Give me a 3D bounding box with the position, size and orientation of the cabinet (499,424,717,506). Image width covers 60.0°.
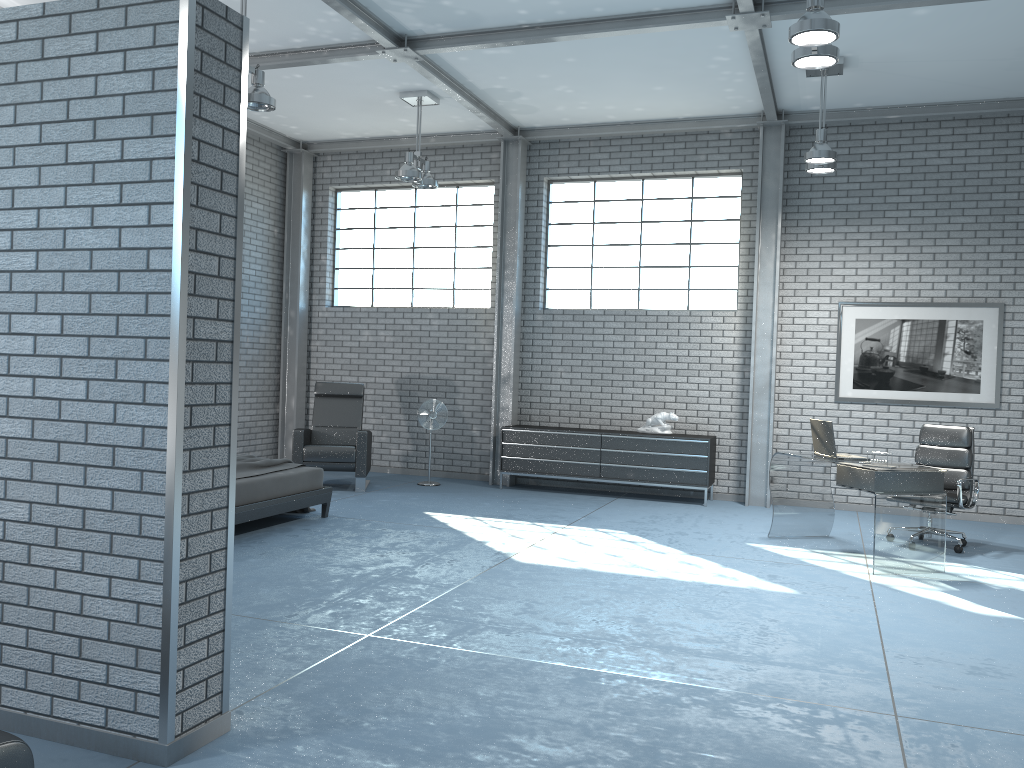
[{"bbox_3d":[1.010,0.848,9.536,2.250,0.682,0.510,2,1,20],"label":"cabinet"}]

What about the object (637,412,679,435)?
[{"bbox_3d":[1.538,0.408,9.341,0.496,0.244,0.151,3,1,45],"label":"object"}]

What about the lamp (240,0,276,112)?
[{"bbox_3d":[-1.881,-2.425,6.194,0.300,0.872,0.639,2,1,20],"label":"lamp"}]

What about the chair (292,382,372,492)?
[{"bbox_3d":[-1.891,0.538,9.467,0.763,1.099,0.940,2,1,-5],"label":"chair"}]

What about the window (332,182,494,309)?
[{"bbox_3d":[-1.195,-1.662,10.839,2.200,1.500,0.100,2,1,20],"label":"window"}]

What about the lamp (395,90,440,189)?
[{"bbox_3d":[-0.931,-2.435,8.828,0.300,0.872,0.639,2,1,20],"label":"lamp"}]

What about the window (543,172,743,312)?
[{"bbox_3d":[1.437,-1.554,9.890,2.200,1.500,0.100,2,1,20],"label":"window"}]

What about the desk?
[{"bbox_3d":[2.581,0.932,6.753,0.593,0.718,1.358,2,1,-15],"label":"desk"}]

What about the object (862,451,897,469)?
[{"bbox_3d":[2.579,0.531,6.222,0.200,0.102,0.100,3,1,44],"label":"object"}]

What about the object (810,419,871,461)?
[{"bbox_3d":[2.518,0.425,6.819,0.320,0.288,0.380,2,1,-5],"label":"object"}]

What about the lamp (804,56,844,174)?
[{"bbox_3d":[2.641,-2.288,7.540,0.300,0.872,0.639,2,1,20],"label":"lamp"}]

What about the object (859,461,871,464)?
[{"bbox_3d":[2.573,0.572,6.465,0.107,0.010,0.044,1,1,-37],"label":"object"}]

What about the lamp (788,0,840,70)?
[{"bbox_3d":[1.691,-2.277,4.906,0.300,0.872,0.639,2,1,20],"label":"lamp"}]

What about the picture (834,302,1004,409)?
[{"bbox_3d":[3.992,-0.299,8.750,1.490,1.015,0.020,2,1,20],"label":"picture"}]

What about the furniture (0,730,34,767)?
[{"bbox_3d":[-1.965,1.005,2.240,1.291,0.301,0.685,2,1,20],"label":"furniture"}]

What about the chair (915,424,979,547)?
[{"bbox_3d":[3.382,0.824,7.178,0.629,0.977,0.614,1,1,-41],"label":"chair"}]

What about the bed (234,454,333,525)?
[{"bbox_3d":[-2.877,0.767,7.084,2.261,0.674,2.290,2,1,20],"label":"bed"}]

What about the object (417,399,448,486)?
[{"bbox_3d":[-0.904,0.640,9.821,0.342,0.954,0.258,2,1,-15],"label":"object"}]
